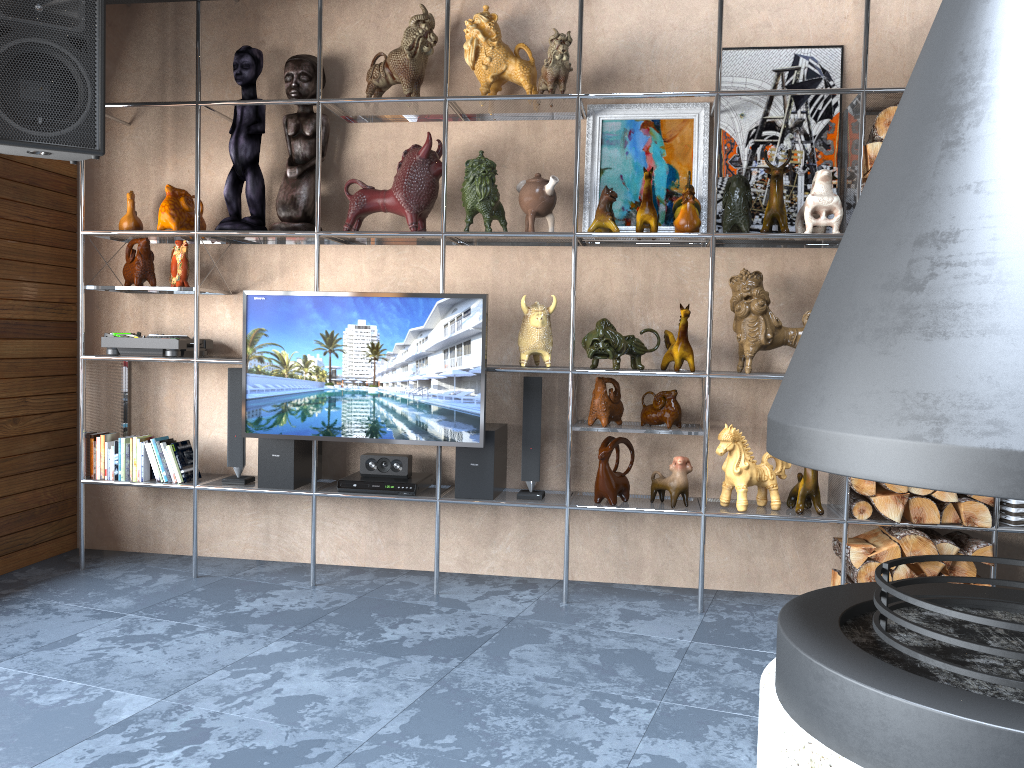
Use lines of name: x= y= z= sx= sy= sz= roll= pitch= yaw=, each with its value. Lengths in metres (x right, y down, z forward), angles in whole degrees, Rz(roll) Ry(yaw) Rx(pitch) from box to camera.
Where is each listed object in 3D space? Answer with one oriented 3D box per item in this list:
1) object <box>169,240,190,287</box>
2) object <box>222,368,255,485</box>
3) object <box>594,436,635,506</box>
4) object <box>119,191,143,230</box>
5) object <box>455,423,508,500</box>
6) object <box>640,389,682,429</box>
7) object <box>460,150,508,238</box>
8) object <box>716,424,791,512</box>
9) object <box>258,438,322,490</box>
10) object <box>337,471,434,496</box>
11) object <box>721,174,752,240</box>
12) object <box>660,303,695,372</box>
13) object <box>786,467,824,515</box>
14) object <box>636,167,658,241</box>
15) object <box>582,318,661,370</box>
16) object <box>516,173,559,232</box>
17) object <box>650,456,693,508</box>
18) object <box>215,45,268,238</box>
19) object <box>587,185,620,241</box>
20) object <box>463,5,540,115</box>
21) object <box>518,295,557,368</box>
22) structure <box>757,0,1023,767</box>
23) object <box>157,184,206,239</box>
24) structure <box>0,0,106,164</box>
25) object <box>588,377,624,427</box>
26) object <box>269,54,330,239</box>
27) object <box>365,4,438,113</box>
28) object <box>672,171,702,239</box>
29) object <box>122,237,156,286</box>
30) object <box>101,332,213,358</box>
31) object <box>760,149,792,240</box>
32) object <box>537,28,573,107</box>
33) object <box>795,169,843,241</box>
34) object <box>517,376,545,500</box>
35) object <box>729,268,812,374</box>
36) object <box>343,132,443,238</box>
object: x=-1.559 y=-0.557 z=4.149 sx=0.060 sy=0.223 sz=0.267 roll=-1 pitch=3 yaw=-35
object: x=-1.264 y=0.191 z=4.108 sx=0.112 sy=0.533 sz=0.112 roll=2 pitch=3 yaw=9
object: x=0.434 y=0.372 z=3.835 sx=0.114 sy=0.290 sz=0.249 roll=3 pitch=3 yaw=34
object: x=-1.775 y=-0.806 z=4.157 sx=0.107 sy=0.209 sz=0.233 roll=1 pitch=3 yaw=-4
object: x=-0.137 y=0.341 z=3.988 sx=0.175 sy=0.303 sz=0.343 roll=2 pitch=3 yaw=9
object: x=0.635 y=0.103 z=3.795 sx=0.105 sy=0.168 sz=0.210 roll=-1 pitch=4 yaw=-41
object: x=-0.120 y=-0.822 z=3.849 sx=0.167 sy=0.356 sz=0.255 roll=3 pitch=3 yaw=28
object: x=1.024 y=0.348 z=3.765 sx=0.375 sy=0.363 sz=0.170 roll=0 pitch=3 yaw=-25
object: x=-1.029 y=0.313 z=4.127 sx=0.175 sy=0.303 sz=0.343 roll=2 pitch=3 yaw=9
object: x=-0.572 y=0.451 z=4.040 sx=0.360 sy=0.058 sz=0.325 roll=2 pitch=3 yaw=9
object: x=0.950 y=-0.742 z=3.744 sx=0.126 sy=0.249 sz=0.253 roll=2 pitch=3 yaw=14
object: x=0.707 y=-0.198 z=3.810 sx=0.097 sy=0.290 sz=0.290 roll=1 pitch=3 yaw=-11
object: x=1.233 y=0.358 z=3.715 sx=0.116 sy=0.358 sz=0.198 roll=1 pitch=3 yaw=1
object: x=0.582 y=-0.769 z=3.802 sx=0.097 sy=0.290 sz=0.290 roll=2 pitch=3 yaw=7
object: x=0.446 y=-0.172 z=3.828 sx=0.403 sy=0.221 sz=0.192 roll=-1 pitch=4 yaw=-44
object: x=0.108 y=-0.770 z=3.804 sx=0.237 sy=0.266 sz=0.164 roll=3 pitch=3 yaw=26
object: x=0.667 y=0.411 z=3.798 sx=0.212 sy=0.220 sz=0.119 roll=4 pitch=4 yaw=43
object: x=-1.239 y=-1.127 z=4.082 sx=0.244 sy=0.879 sz=0.244 roll=3 pitch=3 yaw=37
object: x=0.413 y=-0.735 z=3.840 sx=0.137 sy=0.207 sz=0.272 roll=2 pitch=3 yaw=12
object: x=-0.045 y=-1.449 z=3.940 sx=0.328 sy=0.458 sz=0.215 roll=2 pitch=3 yaw=14
object: x=0.097 y=-0.228 z=3.854 sx=0.154 sy=0.310 sz=0.325 roll=1 pitch=3 yaw=-6
structure: x=1.508 y=-1.801 z=1.946 sx=1.689 sy=5.700 sz=1.197 roll=2 pitch=3 yaw=9
object: x=-1.526 y=-0.799 z=4.122 sx=0.138 sy=0.222 sz=0.278 roll=2 pitch=3 yaw=19
structure: x=-1.913 y=-1.274 z=3.576 sx=0.461 sy=0.735 sz=0.488 roll=0 pitch=3 yaw=-31
object: x=0.417 y=0.074 z=3.850 sx=0.108 sy=0.214 sz=0.217 roll=3 pitch=3 yaw=34
object: x=-0.971 y=-1.098 z=4.063 sx=0.237 sy=0.840 sz=0.305 roll=2 pitch=3 yaw=11
object: x=-0.495 y=-1.454 z=3.971 sx=0.328 sy=0.442 sz=0.207 roll=1 pitch=3 yaw=2
object: x=0.745 y=-0.757 z=3.756 sx=0.123 sy=0.270 sz=0.227 roll=2 pitch=3 yaw=9
object: x=-1.758 y=-0.567 z=4.175 sx=0.116 sy=0.229 sz=0.233 roll=-1 pitch=4 yaw=-41
object: x=-1.678 y=-0.188 z=4.187 sx=0.404 sy=0.114 sz=0.320 roll=2 pitch=3 yaw=9
object: x=1.101 y=-0.789 z=3.693 sx=0.116 sy=0.358 sz=0.198 roll=2 pitch=3 yaw=16
object: x=0.189 y=-1.342 z=3.769 sx=0.131 sy=0.280 sz=0.208 roll=1 pitch=3 yaw=-9
object: x=1.267 y=-0.745 z=3.679 sx=0.151 sy=0.280 sz=0.314 roll=2 pitch=3 yaw=7
object: x=0.090 y=0.233 z=3.897 sx=0.112 sy=0.533 sz=0.112 roll=2 pitch=3 yaw=9
object: x=1.120 y=-0.263 z=3.739 sx=0.405 sy=0.451 sz=0.210 roll=1 pitch=3 yaw=1
object: x=-0.517 y=-0.878 z=3.924 sx=0.462 sy=0.440 sz=0.219 roll=2 pitch=3 yaw=9
